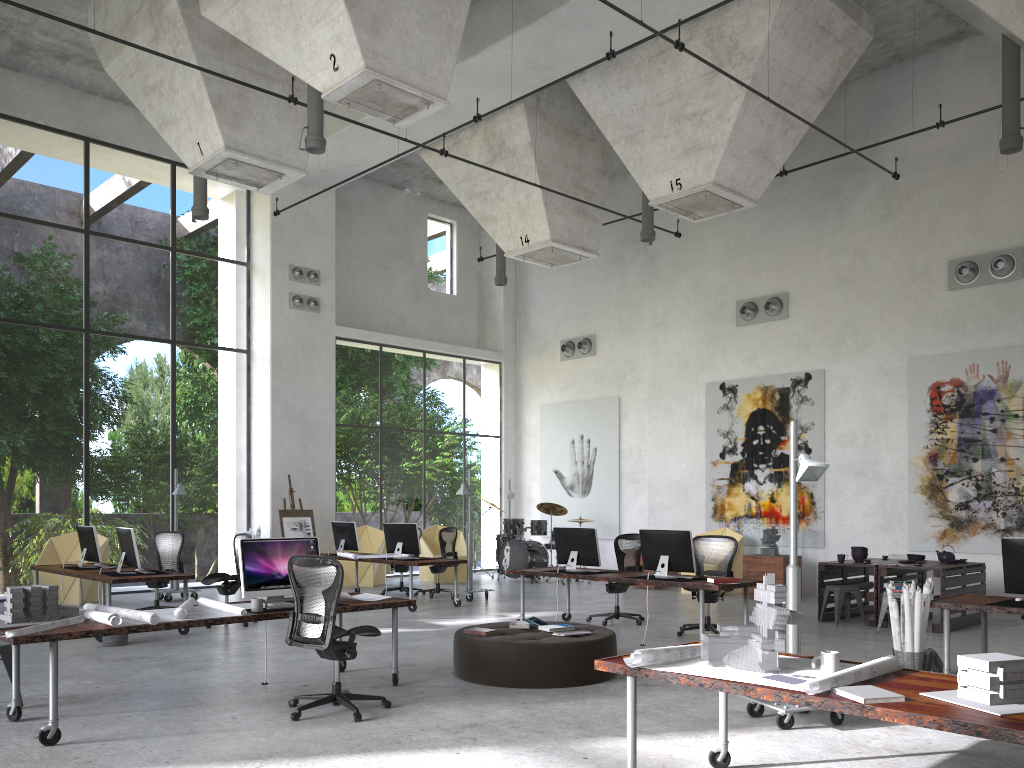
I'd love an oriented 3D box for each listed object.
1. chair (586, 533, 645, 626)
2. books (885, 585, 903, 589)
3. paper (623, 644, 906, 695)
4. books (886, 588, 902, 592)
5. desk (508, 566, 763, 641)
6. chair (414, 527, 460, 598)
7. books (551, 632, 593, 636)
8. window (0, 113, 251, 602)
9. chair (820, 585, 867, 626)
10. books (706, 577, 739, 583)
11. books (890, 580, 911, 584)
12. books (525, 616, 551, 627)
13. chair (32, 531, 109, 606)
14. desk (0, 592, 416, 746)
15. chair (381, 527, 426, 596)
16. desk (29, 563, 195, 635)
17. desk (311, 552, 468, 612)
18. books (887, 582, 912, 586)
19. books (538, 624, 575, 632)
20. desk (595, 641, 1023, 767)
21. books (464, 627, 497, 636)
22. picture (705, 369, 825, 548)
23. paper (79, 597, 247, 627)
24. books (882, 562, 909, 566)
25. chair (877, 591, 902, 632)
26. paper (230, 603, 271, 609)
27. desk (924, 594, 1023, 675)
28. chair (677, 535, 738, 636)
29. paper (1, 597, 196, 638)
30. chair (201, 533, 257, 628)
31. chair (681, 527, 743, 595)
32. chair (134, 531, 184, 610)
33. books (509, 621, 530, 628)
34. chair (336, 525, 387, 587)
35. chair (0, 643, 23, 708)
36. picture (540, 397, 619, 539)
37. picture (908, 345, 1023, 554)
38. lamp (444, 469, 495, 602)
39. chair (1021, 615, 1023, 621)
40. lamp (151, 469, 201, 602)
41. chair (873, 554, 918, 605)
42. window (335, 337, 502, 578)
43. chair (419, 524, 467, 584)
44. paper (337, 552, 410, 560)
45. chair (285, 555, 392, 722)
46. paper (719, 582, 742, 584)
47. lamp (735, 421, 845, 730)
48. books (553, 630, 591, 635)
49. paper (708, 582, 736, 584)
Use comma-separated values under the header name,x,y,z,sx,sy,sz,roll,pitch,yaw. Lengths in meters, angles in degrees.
name,x,y,z,sx,sy,sz,roll,pitch,yaw
chair,1.373,2.556,11.587,0.793,1.182,0.773,-1,-3,30
books,4.750,2.483,10.746,0.284,0.033,0.199,2,-8,-12
paper,1.268,1.393,4.416,1.079,0.104,0.980,-7,-10,41
books,4.750,2.518,10.746,0.284,0.035,0.199,0,-8,2
desk,1.367,2.626,10.424,0.977,0.721,3.143,5,-9,-43
chair,-1.273,3.032,15.005,0.792,1.182,0.774,0,-2,10
books,0.537,2.226,7.832,0.301,0.031,0.221,4,-9,-28
window,-7.230,-0.277,14.957,5.977,7.833,0.067,3,-2,-44
chair,4.309,2.879,11.445,0.420,0.488,0.440,1,-4,-9
books,2.245,2.093,9.375,0.285,0.052,0.204,2,-8,-11
books,4.750,2.422,10.747,0.204,0.025,0.145,0,-8,2
books,0.248,2.264,8.320,0.205,0.102,0.145,-4,-7,31
chair,-7.023,2.909,14.004,0.979,1.166,0.939,0,-3,2
desk,-2.296,2.132,6.878,3.141,0.721,0.977,7,-9,-43
chair,-1.888,3.075,15.313,0.770,1.182,0.796,0,-2,-5
desk,-5.174,2.734,11.200,0.967,0.721,3.144,5,-9,-43
desk,-2.084,3.133,14.071,0.977,0.721,3.143,5,-9,-43
books,4.745,2.451,10.749,0.254,0.032,0.176,-1,-8,7
books,0.412,2.252,8.112,0.285,0.033,0.199,5,-9,-30
desk,1.851,1.709,3.830,0.977,0.721,3.143,5,-9,-43
books,-0.284,2.234,7.933,0.255,0.032,0.175,-6,-10,37
picture,4.459,1.376,15.680,0.020,3.013,2.361,0,-2,-44
paper,-2.600,1.687,6.542,1.080,0.104,0.980,7,-11,-43
books,4.877,2.290,11.190,0.304,0.030,0.225,-2,-8,14
chair,4.744,2.780,10.729,0.421,0.488,0.439,-3,-5,41
paper,-2.105,1.816,7.198,0.486,0.001,0.431,5,-9,-33
desk,4.940,2.108,6.702,0.967,0.721,3.144,5,-9,-43
chair,2.375,2.404,10.495,0.770,1.182,0.796,-1,-3,15
paper,-2.792,1.671,6.401,0.891,0.103,1.948,1,-8,-5
chair,-3.677,2.531,11.402,0.771,1.182,0.795,-2,-3,35
chair,3.541,3.120,15.519,0.982,1.166,0.937,-3,-5,45
chair,-4.965,2.664,12.361,0.770,1.182,0.796,0,-3,10
books,0.073,2.282,8.335,0.197,0.035,0.287,0,-8,2
chair,-2.946,3.338,17.089,0.979,1.166,0.939,0,-3,5
chair,-3.979,2.197,6.540,0.420,0.488,0.439,-1,-4,19
picture,1.459,1.901,19.452,0.020,3.013,2.344,0,-2,-44
picture,7.005,1.005,13.015,0.020,3.013,2.224,0,-2,-44
lamp,-0.695,2.466,14.407,0.597,2.149,0.580,1,-1,-44
chair,4.950,2.033,7.822,0.793,1.182,0.773,-2,-3,35
lamp,-5.485,2.459,14.341,0.580,2.149,0.597,1,-1,-44
chair,5.726,2.932,12.944,0.695,0.817,0.776,-2,-4,31
window,-1.901,1.715,19.050,4.575,4.881,0.020,4,-2,-44
chair,-1.383,3.441,17.825,0.980,1.166,0.939,1,-3,-24
paper,-2.245,2.755,14.237,1.078,0.104,0.982,5,-9,-33
chair,-1.349,1.863,6.600,0.771,1.182,0.796,-1,-3,20
paper,2.275,2.124,9.408,0.291,0.001,0.212,4,-9,-26
lamp,2.011,1.337,6.273,0.579,2.149,0.597,0,-1,-19
books,0.533,2.222,7.858,0.301,0.040,0.222,1,-8,-9
paper,2.268,2.124,9.403,0.291,0.001,0.212,-4,-9,28
